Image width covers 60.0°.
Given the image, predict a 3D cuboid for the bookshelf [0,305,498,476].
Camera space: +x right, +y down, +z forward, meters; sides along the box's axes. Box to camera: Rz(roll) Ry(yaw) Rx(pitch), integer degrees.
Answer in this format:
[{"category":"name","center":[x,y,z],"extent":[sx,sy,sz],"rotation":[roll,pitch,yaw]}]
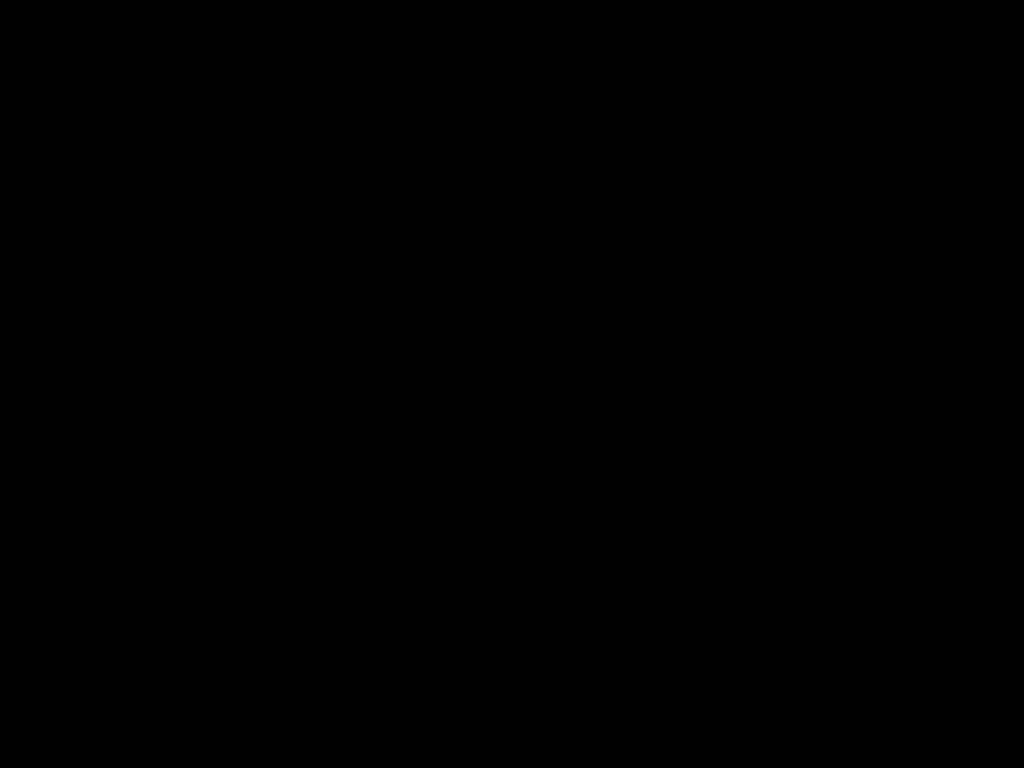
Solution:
[{"category":"bookshelf","center":[-0.846,0.023,2.874],"extent":[1.495,0.303,0.643],"rotation":[8,-1,-10]}]

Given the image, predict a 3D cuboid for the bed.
[{"category":"bed","center":[-0.490,-0.306,1.080],"extent":[2.087,0.994,3.009],"rotation":[8,-1,-10]}]

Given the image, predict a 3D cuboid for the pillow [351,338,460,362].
[{"category":"pillow","center":[-0.456,-0.191,2.686],"extent":[0.498,0.241,0.470],"rotation":[9,-2,-45]}]
